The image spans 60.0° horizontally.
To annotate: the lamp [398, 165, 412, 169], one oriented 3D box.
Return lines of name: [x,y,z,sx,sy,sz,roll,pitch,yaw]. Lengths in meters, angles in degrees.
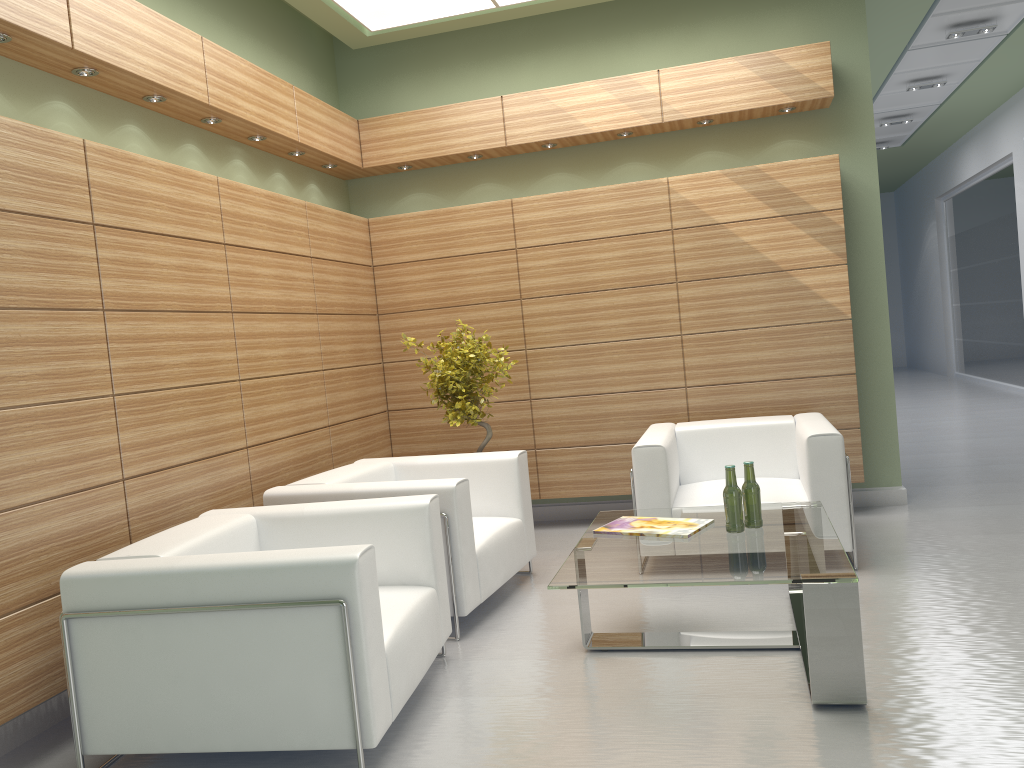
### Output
lamp: [-1.311,-2.676,10.850,0.181,0.074,0.181,-5,3,9]

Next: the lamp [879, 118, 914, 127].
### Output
lamp: [8.470,-5.815,19.553,0.657,0.159,0.286,-5,3,14]

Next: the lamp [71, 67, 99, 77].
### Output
lamp: [-3.111,-2.297,6.459,0.181,0.074,0.181,-6,3,-3]

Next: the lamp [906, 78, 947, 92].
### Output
lamp: [7.716,-5.600,16.519,0.657,0.159,0.286,-5,3,14]

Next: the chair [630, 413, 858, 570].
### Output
chair: [2.213,1.030,8.643,1.894,1.234,1.802,-5,3,14]

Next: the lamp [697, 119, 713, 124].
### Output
lamp: [2.168,-2.970,9.964,0.181,0.074,0.181,-7,3,-25]

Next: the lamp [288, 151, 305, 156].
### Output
lamp: [-2.332,-2.519,9.591,0.181,0.074,0.181,-6,3,-14]

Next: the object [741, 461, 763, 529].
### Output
object: [1.715,0.792,6.358,0.131,0.475,0.131,-7,3,-21]

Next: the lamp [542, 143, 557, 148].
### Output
lamp: [0.435,-2.823,10.405,0.181,0.074,0.181,-7,3,-25]

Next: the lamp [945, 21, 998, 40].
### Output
lamp: [6.949,-5.382,13.432,0.657,0.159,0.286,-5,3,14]

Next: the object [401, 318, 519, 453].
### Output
object: [-0.521,0.576,9.490,1.201,2.565,1.116,-6,3,-18]

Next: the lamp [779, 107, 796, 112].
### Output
lamp: [3.023,-3.042,9.746,0.181,0.074,0.181,-5,3,9]

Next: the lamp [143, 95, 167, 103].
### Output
lamp: [-2.918,-2.352,7.236,0.181,0.074,0.181,-6,3,-14]

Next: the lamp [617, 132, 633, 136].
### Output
lamp: [1.296,-2.896,10.186,0.181,0.074,0.181,-5,3,9]

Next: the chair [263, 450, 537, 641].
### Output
chair: [-0.891,1.362,7.950,1.769,1.234,1.894,-5,3,19]

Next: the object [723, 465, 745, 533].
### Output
object: [1.561,0.811,6.273,0.131,0.475,0.131,-7,3,-21]

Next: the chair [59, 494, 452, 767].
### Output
chair: [-1.466,1.522,5.703,1.802,1.234,1.894,-5,3,9]

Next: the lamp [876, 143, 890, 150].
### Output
lamp: [9.204,-6.024,22.504,0.657,0.159,0.286,-5,3,14]

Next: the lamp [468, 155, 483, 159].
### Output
lamp: [-0.443,-2.749,10.629,0.181,0.074,0.181,-5,3,9]

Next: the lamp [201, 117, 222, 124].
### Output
lamp: [-2.722,-2.408,8.024,0.181,0.074,0.181,-6,3,-3]

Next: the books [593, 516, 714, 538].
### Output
books: [1.060,1.068,6.644,0.762,0.025,0.508,-4,3,34]

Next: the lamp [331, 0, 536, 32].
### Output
lamp: [-0.039,-4.223,7.193,4.571,0.325,5.060,-5,3,14]

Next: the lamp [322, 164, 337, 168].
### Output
lamp: [-2.138,-2.574,10.374,0.181,0.074,0.181,-6,3,-3]

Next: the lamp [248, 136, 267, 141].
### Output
lamp: [-2.530,-2.462,8.797,0.181,0.074,0.181,-6,3,-3]

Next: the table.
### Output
table: [1.367,1.445,6.231,1.783,0.742,2.197,-5,3,14]

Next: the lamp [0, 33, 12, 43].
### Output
lamp: [-3.306,-2.241,5.672,0.181,0.074,0.181,-6,3,-3]
